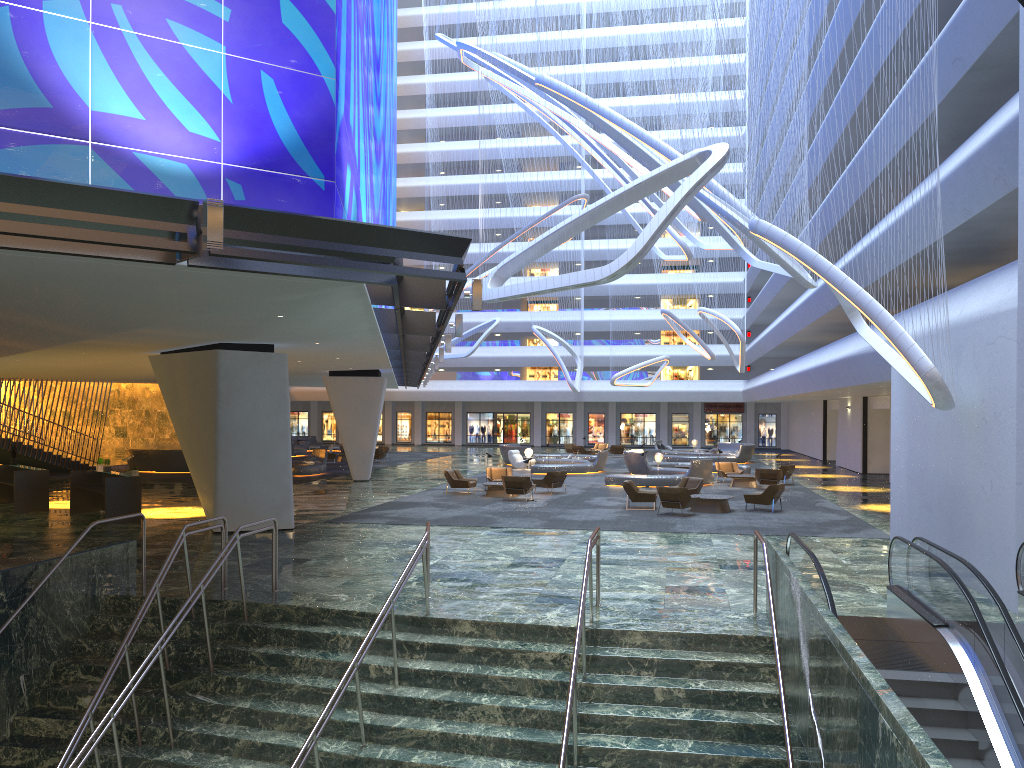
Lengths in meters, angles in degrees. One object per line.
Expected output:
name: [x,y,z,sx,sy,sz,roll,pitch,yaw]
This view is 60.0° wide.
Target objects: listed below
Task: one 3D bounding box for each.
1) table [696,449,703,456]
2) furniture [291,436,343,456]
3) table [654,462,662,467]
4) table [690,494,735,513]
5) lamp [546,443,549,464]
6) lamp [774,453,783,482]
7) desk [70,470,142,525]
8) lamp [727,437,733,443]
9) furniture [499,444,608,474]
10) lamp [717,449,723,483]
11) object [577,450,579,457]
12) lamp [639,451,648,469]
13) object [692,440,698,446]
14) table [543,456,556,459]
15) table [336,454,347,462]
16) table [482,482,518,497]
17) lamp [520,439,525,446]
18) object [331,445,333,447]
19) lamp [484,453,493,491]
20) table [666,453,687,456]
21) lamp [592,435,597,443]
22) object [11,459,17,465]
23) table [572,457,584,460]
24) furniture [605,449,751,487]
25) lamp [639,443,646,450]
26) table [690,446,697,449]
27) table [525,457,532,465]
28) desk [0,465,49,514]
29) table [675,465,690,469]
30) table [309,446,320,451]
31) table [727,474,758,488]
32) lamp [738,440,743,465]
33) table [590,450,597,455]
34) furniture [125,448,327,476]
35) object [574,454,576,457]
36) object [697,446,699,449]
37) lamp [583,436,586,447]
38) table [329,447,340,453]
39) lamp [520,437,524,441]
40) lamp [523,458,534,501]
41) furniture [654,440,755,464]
table: [10.521,3.976,49.723,0.418,0.595,0.428,0,-1,7]
furniture: [-13.587,3.798,54.597,5.185,0.969,9.930,-1,-2,27]
table: [6.102,3.556,37.071,0.418,0.595,0.428,0,-1,10]
table: [5.414,3.264,24.188,1.203,0.392,1.203,-1,-2,29]
lamp: [1.623,3.288,40.003,0.202,1.300,0.384,0,0,-14]
lamp: [9.264,3.040,30.757,0.384,1.300,0.202,0,0,28]
desk: [-10.115,2.769,21.996,0.814,1.097,2.977,1,-1,-41]
lamp: [12.345,3.662,50.116,0.384,1.300,0.202,0,0,10]
furniture: [1.849,3.508,42.683,5.185,0.969,9.931,0,-2,2]
lamp: [7.966,3.135,34.012,0.202,1.300,0.384,0,0,27]
object: [3.342,3.523,45.027,0.066,0.356,0.076,0,0,-22]
lamp: [4.726,3.045,31.678,0.384,1.300,0.202,0,0,28]
object: [11.488,3.686,55.726,0.367,0.387,0.318,0,-1,-7]
table: [1.889,3.891,44.905,0.673,0.406,0.671,0,-1,30]
table: [-8.688,3.894,46.769,1.203,0.392,1.203,1,-2,-25]
table: [-0.315,3.358,28.188,1.203,0.392,1.203,0,-2,11]
lamp: [0.510,3.449,45.345,0.384,1.300,0.202,0,0,4]
object: [-11.380,3.907,56.077,0.151,0.118,0.071,1,-1,-44]
lamp: [-0.795,2.960,29.922,0.202,1.300,0.384,0,0,27]
table: [9.089,4.058,48.987,1.203,0.392,1.203,0,-2,11]
lamp: [4.988,3.748,54.133,0.384,1.300,0.202,0,0,-28]
object: [-14.103,2.205,25.102,0.158,0.181,0.158,1,-1,-35]
table: [3.405,3.899,44.905,0.673,0.406,0.671,1,-1,-27]
furniture: [6.312,3.327,36.076,5.185,0.969,9.930,-1,-2,27]
lamp: [5.900,3.306,39.845,0.384,1.300,0.202,0,0,28]
table: [11.191,4.127,54.447,0.418,0.595,0.427,1,-1,-36]
table: [0.739,3.637,40.566,0.418,0.595,0.428,0,-1,-15]
desk: [-13.430,2.815,24.019,0.814,1.097,2.977,1,-1,-43]
table: [7.548,3.702,37.862,1.203,0.392,1.203,0,-2,11]
table: [-12.596,4.178,56.580,0.671,0.406,0.673,1,-2,-35]
table: [8.446,3.533,32.277,1.203,0.392,1.203,0,-2,10]
lamp: [11.885,3.534,46.084,0.202,1.300,0.384,0,0,-30]
table: [4.380,4.141,52.437,1.203,0.392,1.203,2,-2,-44]
furniture: [-12.519,3.307,38.713,9.926,0.969,5.187,-1,-2,27]
object: [3.203,3.638,44.961,0.071,0.118,0.151,0,-1,21]
object: [11.119,3.866,53.129,0.131,0.252,0.103,0,0,-6]
lamp: [4.174,3.637,50.724,0.202,1.300,0.384,0,0,-27]
table: [-11.221,4.165,55.940,0.673,0.406,0.671,0,-1,-2]
lamp: [0.511,3.525,47.759,0.202,1.300,0.384,0,0,-36]
lamp: [0.503,2.865,26.667,0.384,1.300,0.202,0,0,28]
furniture: [10.837,3.802,50.528,5.185,0.969,9.931,0,-2,7]
